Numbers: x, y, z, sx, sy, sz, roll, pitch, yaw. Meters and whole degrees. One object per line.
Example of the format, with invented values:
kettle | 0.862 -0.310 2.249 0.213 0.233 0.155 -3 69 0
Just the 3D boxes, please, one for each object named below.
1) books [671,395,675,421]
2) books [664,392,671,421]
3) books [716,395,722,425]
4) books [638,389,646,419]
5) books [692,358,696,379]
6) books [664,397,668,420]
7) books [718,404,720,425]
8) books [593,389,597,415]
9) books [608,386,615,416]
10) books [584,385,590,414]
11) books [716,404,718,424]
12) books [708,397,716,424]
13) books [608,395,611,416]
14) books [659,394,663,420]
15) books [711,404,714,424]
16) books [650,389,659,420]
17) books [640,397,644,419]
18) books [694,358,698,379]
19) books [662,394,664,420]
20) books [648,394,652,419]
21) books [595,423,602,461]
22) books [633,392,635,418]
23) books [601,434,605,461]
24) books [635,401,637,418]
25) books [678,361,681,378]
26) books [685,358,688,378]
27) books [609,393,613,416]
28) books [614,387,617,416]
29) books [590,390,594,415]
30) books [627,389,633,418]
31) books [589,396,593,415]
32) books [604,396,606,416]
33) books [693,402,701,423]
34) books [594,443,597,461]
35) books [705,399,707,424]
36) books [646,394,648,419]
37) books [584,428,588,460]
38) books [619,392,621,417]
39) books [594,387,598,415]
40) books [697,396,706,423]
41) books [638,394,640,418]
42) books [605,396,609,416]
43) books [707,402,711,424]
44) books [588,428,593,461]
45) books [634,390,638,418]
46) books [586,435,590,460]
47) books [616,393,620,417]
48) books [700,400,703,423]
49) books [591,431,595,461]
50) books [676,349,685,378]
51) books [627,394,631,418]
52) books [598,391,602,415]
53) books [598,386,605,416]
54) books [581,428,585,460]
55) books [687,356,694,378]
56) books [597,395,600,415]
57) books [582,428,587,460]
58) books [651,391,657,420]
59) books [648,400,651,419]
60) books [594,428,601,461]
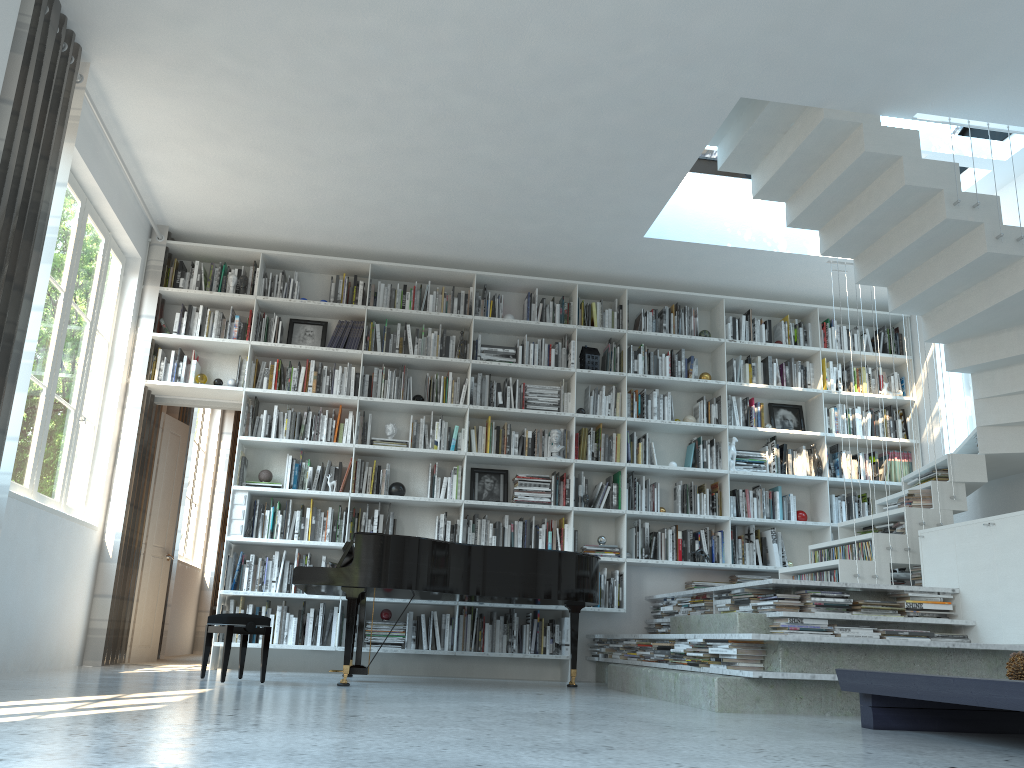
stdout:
books | 1.302 0.236 7.316 0.034 0.253 0.161 5 -16 -8
books | 1.268 0.218 7.291 0.024 0.271 0.170 5 -16 -8
books | 1.699 0.251 7.354 0.005 0.277 0.183 5 -16 -8
books | 1.066 0.197 7.261 0.014 0.279 0.178 5 -16 -8
books | 1.491 -0.088 7.420 0.048 0.216 0.183 5 -16 -8
books | 1.243 0.238 7.293 0.021 0.231 0.183 5 -16 -8
books | 1.688 0.286 7.349 0.012 0.205 0.170 5 -16 -8
books | 0.658 0.184 7.218 0.028 0.249 0.165 5 -16 -8
books | 0.807 0.175 7.241 0.028 0.292 0.155 5 -16 -8
books | 0.609 0.165 7.221 0.018 0.284 0.160 5 -16 -8
books | 1.664 0.284 7.342 0.013 0.204 0.174 5 -16 -8
books | 1.651 0.258 7.348 0.016 0.256 0.176 5 -16 -8
books | 0.771 0.209 7.217 0.029 0.210 0.158 5 -16 -8
books | 1.197 0.227 7.283 0.025 0.244 0.184 5 -16 -8
books | 1.635 0.286 7.348 0.013 0.201 0.174 5 -16 -8
books | 1.171 0.205 7.300 0.027 0.294 0.160 5 -16 -8
books | 1.042 0.232 7.268 0.026 0.215 0.162 5 -16 -8
books | 1.524 -0.086 7.444 0.026 0.228 0.141 5 -16 -8
books | 1.219 0.226 7.307 0.024 0.261 0.134 5 -16 -8
books | 1.121 0.219 7.286 0.011 0.256 0.131 5 -16 -8
books | 0.692 0.497 7.132 0.021 0.336 0.170 5 -16 -8
books | 0.977 0.208 7.253 0.014 0.247 0.177 5 -16 -8
books | 0.708 0.541 7.126 0.033 0.252 0.175 5 -16 -8
books | 0.991 0.246 7.258 0.021 0.178 0.137 5 -16 -8
books | 1.369 -0.080 7.399 0.027 0.181 0.176 5 -16 -8
books | 1.426 -0.090 7.413 0.030 0.212 0.157 5 -16 -8
books | 0.789 0.201 7.229 0.024 0.233 0.150 5 -16 -8
books | 0.822 0.183 7.239 0.025 0.276 0.173 5 -16 -8
books | 0.639 0.188 7.219 0.024 0.242 0.160 5 -16 -8
books | 0.962 0.196 7.271 0.014 0.277 0.154 5 -16 -8
books | 0.623 0.208 7.189 0.028 0.185 0.182 5 -16 -8
books | 0.732 0.213 7.206 0.024 0.194 0.173 5 -16 -8
books | 1.532 0.272 7.347 0.015 0.219 0.140 5 -16 -8
books | 0.654 0.576 7.126 0.030 0.180 0.132 5 -16 -8
books | 1.581 0.263 7.350 0.016 0.243 0.152 5 -16 -8
books | 1.082 0.221 7.264 0.022 0.236 0.165 5 -16 -8
books | 0.578 0.512 7.117 0.035 0.292 0.145 5 -16 -8
books | 0.857 0.205 7.238 0.026 0.237 0.173 5 -16 -8
books | 0.672 0.173 7.224 0.019 0.274 0.146 5 -16 -8
books | 1.568 0.247 7.340 0.015 0.266 0.164 5 -16 -8
books | 1.024 0.220 7.266 0.013 0.235 0.158 5 -16 -8
books | 0.750 0.214 7.211 0.027 0.196 0.185 5 -16 -8
books | 1.608 0.273 7.354 0.016 0.227 0.160 5 -16 -8
books | 0.616 0.511 7.111 0.019 0.293 0.164 5 -16 -8
books | 1.008 0.201 7.290 0.014 0.283 0.136 5 -16 -8
books | 0.597 0.540 7.103 0.015 0.231 0.180 5 -16 -8
books | 0.840 0.203 7.220 0.028 0.229 0.177 5 -16 -8
books | 1.552 0.266 7.346 0.012 0.231 0.154 5 -16 -8
books | 0.631 0.526 7.133 0.035 0.277 0.139 5 -16 -8
books | 1.401 -0.131 7.405 0.029 0.284 0.184 5 -16 -8
books | 0.938 0.213 7.267 0.030 0.241 0.138 5 -16 -8
books | 0.698 0.193 7.217 0.023 0.235 0.179 5 -16 -8
books | 0.719 0.170 7.204 0.028 0.274 0.187 5 -16 -8
books | 0.553 0.510 7.113 0.035 0.292 0.145 5 -16 -8
books | 1.470 -0.101 7.411 0.054 0.234 0.172 5 -16 -8
books | 0.682 0.207 7.216 0.023 0.206 0.171 5 -16 -8
books | 0.568 0.507 7.101 0.035 0.292 0.145 5 -16 -8
books | 1.146 0.211 7.267 0.030 0.262 0.182 5 -16 -8
books | 1.103 0.246 7.270 0.025 0.193 0.171 5 -16 -8
books | 0.682 0.513 7.107 0.019 0.292 0.182 5 -16 -8
